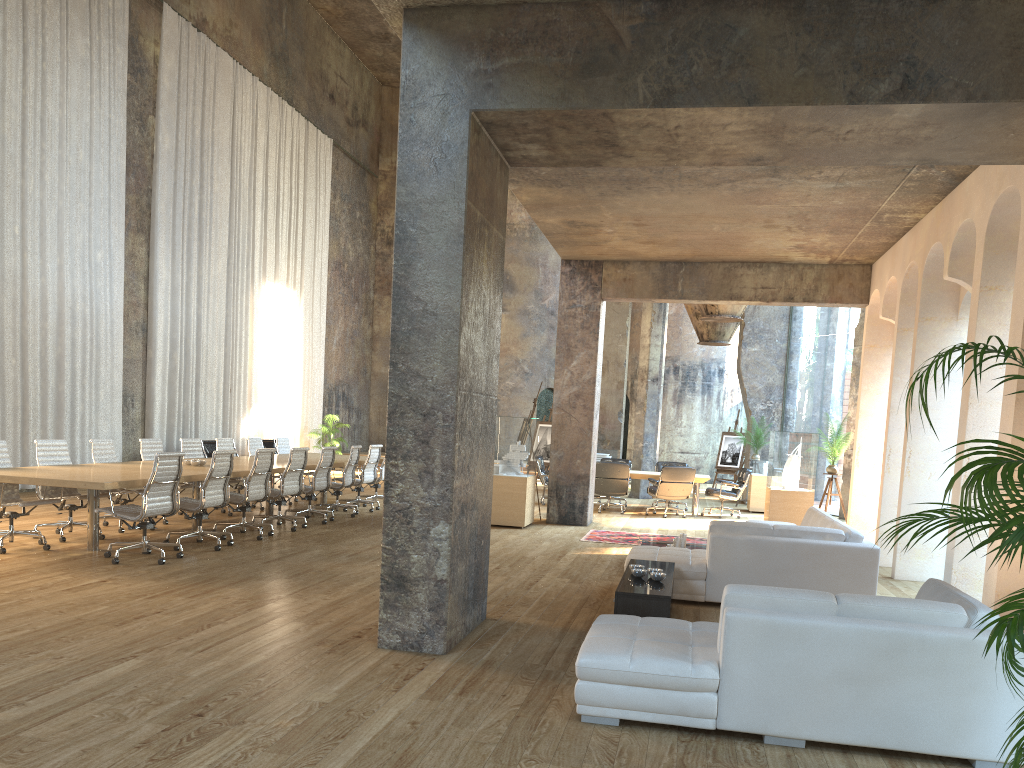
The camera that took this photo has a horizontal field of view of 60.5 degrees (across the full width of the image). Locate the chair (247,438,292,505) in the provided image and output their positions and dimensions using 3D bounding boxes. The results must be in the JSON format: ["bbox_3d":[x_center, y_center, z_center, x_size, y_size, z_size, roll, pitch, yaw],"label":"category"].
[{"bbox_3d":[-3.754,1.363,13.680,0.697,1.034,0.662,4,3,15],"label":"chair"}]

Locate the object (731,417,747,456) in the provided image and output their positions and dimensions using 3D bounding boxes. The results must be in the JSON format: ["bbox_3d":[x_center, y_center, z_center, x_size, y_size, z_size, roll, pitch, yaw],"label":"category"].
[{"bbox_3d":[5.474,1.239,20.483,0.684,0.948,0.858,5,2,32],"label":"object"}]

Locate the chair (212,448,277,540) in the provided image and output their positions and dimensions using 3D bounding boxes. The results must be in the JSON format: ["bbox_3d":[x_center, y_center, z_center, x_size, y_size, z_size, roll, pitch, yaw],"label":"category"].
[{"bbox_3d":[-3.073,1.231,9.989,0.697,1.034,0.662,4,3,17],"label":"chair"}]

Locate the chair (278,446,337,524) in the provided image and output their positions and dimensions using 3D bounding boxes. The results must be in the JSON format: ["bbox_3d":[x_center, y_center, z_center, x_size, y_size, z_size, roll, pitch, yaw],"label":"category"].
[{"bbox_3d":[-2.721,1.329,11.729,0.697,1.034,0.662,4,3,17],"label":"chair"}]

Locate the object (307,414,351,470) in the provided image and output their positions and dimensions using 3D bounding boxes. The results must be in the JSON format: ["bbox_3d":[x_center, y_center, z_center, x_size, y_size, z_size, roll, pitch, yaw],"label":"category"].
[{"bbox_3d":[-4.706,1.513,22.792,1.091,1.469,1.121,3,2,2],"label":"object"}]

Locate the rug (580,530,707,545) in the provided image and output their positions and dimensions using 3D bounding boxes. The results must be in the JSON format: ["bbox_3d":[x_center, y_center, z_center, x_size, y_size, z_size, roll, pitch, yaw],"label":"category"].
[{"bbox_3d":[2.198,2.096,11.671,2.458,0.009,1.341,3,-3,11],"label":"rug"}]

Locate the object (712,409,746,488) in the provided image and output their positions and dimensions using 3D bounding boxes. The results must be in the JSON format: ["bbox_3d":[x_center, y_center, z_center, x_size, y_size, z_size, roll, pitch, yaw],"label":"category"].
[{"bbox_3d":[5.439,1.682,21.666,0.696,2.166,0.683,7,6,40],"label":"object"}]

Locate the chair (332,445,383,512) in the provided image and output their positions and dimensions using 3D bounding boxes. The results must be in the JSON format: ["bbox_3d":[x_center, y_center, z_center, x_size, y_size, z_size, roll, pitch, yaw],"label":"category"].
[{"bbox_3d":[-2.369,1.427,13.479,0.697,1.034,0.662,4,3,20],"label":"chair"}]

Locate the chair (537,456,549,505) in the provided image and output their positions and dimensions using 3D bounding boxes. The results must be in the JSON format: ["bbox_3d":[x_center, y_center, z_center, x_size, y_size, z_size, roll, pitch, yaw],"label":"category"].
[{"bbox_3d":[0.811,1.789,16.226,0.820,0.900,0.726,3,2,8],"label":"chair"}]

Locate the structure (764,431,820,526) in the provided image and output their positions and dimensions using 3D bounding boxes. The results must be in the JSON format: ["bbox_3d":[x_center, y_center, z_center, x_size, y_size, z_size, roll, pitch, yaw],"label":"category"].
[{"bbox_3d":[4.018,1.471,12.700,0.593,1.561,0.738,4,4,11],"label":"structure"}]

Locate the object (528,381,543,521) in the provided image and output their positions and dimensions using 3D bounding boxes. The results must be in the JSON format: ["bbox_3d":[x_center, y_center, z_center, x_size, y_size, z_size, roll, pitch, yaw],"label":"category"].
[{"bbox_3d":[0.166,1.024,13.413,0.683,2.166,0.695,4,4,10],"label":"object"}]

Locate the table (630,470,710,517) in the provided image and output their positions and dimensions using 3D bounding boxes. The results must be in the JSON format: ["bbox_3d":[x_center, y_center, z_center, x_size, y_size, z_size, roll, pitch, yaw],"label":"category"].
[{"bbox_3d":[2.325,1.951,15.923,2.406,0.706,1.100,3,0,11],"label":"table"}]

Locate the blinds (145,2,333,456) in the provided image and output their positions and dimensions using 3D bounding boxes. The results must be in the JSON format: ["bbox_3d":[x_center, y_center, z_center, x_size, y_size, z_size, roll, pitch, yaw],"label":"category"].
[{"bbox_3d":[-5.752,-2.357,19.891,0.274,8.717,7.791,4,2,13],"label":"blinds"}]

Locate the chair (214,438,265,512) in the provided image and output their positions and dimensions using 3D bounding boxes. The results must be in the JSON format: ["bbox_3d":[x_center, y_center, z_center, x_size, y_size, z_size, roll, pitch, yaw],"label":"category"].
[{"bbox_3d":[-3.934,1.312,12.782,0.697,1.034,0.662,4,3,17],"label":"chair"}]

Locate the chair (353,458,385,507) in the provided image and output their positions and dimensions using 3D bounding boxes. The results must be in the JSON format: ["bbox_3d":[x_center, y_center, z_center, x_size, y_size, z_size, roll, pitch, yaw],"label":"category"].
[{"bbox_3d":[-2.232,1.473,14.330,0.697,1.034,0.662,4,3,17],"label":"chair"}]

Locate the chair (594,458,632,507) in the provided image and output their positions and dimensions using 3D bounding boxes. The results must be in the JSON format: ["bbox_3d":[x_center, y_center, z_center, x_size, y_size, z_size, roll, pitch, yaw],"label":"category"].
[{"bbox_3d":[1.890,1.871,16.776,0.727,0.900,0.818,4,2,18],"label":"chair"}]

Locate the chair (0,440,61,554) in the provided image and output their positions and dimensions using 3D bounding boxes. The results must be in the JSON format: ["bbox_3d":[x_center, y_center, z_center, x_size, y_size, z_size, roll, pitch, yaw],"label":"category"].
[{"bbox_3d":[-4.772,1.070,8.441,0.697,1.034,0.662,4,3,17],"label":"chair"}]

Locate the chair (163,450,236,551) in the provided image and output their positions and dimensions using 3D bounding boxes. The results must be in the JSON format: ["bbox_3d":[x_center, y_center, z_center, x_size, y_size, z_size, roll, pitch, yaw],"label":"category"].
[{"bbox_3d":[-3.253,1.180,9.092,0.697,1.034,0.662,4,3,15],"label":"chair"}]

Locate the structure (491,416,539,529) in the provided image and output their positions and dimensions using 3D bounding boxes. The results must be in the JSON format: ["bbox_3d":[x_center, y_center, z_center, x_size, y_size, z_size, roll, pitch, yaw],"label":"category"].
[{"bbox_3d":[-0.005,1.250,12.561,0.593,1.561,0.738,4,4,11],"label":"structure"}]

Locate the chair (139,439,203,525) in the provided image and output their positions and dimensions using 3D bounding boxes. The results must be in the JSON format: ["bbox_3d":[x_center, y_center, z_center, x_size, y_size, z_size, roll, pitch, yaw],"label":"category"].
[{"bbox_3d":[-4.286,1.214,11.043,0.697,1.034,0.662,4,3,17],"label":"chair"}]

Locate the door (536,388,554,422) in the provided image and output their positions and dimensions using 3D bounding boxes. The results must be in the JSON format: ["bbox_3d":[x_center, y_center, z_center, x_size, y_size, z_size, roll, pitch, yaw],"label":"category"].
[{"bbox_3d":[1.042,1.266,27.328,0.903,2.317,0.090,1,6,-30],"label":"door"}]

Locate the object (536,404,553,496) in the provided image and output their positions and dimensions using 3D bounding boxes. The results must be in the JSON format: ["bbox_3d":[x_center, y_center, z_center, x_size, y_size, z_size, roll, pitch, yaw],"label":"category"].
[{"bbox_3d":[0.720,1.284,18.467,0.696,2.166,0.683,7,6,43],"label":"object"}]

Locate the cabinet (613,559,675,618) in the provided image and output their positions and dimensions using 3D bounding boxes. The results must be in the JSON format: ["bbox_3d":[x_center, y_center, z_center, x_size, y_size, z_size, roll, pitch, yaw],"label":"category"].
[{"bbox_3d":[1.003,1.623,6.621,0.395,0.372,1.556,3,-2,12],"label":"cabinet"}]

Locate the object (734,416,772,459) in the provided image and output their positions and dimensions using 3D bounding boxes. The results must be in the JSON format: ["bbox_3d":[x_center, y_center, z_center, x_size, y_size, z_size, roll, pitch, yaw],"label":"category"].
[{"bbox_3d":[4.967,1.102,18.082,0.857,0.948,0.684,3,2,14],"label":"object"}]

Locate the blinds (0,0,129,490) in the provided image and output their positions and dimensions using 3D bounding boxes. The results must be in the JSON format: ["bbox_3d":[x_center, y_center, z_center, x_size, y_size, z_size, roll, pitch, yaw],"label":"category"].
[{"bbox_3d":[-7.465,-2.833,11.440,0.274,8.717,7.791,4,2,13],"label":"blinds"}]

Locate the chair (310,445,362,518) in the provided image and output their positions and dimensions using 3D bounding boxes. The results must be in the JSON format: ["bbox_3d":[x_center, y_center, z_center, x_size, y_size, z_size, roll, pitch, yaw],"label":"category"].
[{"bbox_3d":[-2.530,1.381,12.640,0.698,1.034,0.661,4,3,11],"label":"chair"}]

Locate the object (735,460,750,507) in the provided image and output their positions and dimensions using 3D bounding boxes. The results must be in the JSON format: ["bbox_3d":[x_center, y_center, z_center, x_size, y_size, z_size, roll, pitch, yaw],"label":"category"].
[{"bbox_3d":[5.053,2.059,18.059,0.658,0.981,0.566,1,4,-42],"label":"object"}]

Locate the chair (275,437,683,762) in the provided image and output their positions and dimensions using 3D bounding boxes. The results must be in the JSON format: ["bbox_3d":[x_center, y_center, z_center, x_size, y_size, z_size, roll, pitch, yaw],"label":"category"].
[{"bbox_3d":[-0.798,1.542,14.000,12.930,1.039,31.391,3,-3,12],"label":"chair"}]

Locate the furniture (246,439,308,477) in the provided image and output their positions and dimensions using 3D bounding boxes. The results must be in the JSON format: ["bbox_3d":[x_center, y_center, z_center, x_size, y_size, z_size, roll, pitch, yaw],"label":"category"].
[{"bbox_3d":[-5.071,1.639,19.302,0.707,0.847,1.865,3,-1,12],"label":"furniture"}]

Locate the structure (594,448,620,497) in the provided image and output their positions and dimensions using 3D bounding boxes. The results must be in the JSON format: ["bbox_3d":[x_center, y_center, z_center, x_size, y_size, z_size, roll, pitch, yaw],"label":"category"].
[{"bbox_3d":[1.908,1.911,18.985,0.742,1.023,0.731,4,3,11],"label":"structure"}]

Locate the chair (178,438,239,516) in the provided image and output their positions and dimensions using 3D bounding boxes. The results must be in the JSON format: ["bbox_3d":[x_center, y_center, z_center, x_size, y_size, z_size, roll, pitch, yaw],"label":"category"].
[{"bbox_3d":[-4.109,1.263,11.903,0.697,1.034,0.662,4,3,20],"label":"chair"}]

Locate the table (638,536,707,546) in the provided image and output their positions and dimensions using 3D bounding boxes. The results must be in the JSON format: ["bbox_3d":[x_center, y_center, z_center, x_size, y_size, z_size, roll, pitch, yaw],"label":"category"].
[{"bbox_3d":[1.845,1.878,9.829,0.858,0.248,0.368,3,0,11],"label":"table"}]

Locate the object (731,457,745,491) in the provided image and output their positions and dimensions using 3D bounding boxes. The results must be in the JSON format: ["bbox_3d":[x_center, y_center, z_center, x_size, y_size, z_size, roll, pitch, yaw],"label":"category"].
[{"bbox_3d":[5.474,2.194,20.532,0.658,0.981,0.566,3,3,5],"label":"object"}]

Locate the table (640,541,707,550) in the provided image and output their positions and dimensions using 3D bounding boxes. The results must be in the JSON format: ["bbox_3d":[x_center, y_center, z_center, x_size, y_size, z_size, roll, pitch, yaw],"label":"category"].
[{"bbox_3d":[1.771,1.879,9.470,0.789,0.204,1.106,3,-2,11],"label":"table"}]

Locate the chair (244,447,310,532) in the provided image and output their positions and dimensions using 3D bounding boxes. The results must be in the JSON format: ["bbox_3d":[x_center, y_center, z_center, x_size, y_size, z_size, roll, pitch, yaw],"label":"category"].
[{"bbox_3d":[-2.898,1.280,10.869,0.697,1.034,0.662,4,3,20],"label":"chair"}]

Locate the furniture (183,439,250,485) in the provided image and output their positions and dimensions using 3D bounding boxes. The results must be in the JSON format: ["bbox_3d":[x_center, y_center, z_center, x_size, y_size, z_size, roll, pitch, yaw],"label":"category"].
[{"bbox_3d":[-5.544,1.507,16.967,0.707,0.847,1.865,3,-1,12],"label":"furniture"}]

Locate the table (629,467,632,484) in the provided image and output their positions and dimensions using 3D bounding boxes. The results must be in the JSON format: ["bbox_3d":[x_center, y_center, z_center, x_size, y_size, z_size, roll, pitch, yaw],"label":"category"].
[{"bbox_3d":[3.380,2.362,22.044,1.867,0.551,0.937,3,-1,11],"label":"table"}]

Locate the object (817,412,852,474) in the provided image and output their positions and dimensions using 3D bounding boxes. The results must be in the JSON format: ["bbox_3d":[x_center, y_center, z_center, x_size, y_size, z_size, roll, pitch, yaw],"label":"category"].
[{"bbox_3d":[4.772,0.860,12.988,0.687,0.947,0.854,3,2,2],"label":"object"}]

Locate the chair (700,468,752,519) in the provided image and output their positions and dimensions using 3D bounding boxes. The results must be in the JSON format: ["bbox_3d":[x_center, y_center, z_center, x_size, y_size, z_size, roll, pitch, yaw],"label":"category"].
[{"bbox_3d":[3.788,1.920,15.624,0.820,0.900,0.725,3,2,6],"label":"chair"}]

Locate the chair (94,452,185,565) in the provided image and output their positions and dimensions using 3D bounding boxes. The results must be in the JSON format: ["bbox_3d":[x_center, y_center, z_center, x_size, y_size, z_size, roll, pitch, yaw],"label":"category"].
[{"bbox_3d":[-3.443,1.128,8.165,0.697,1.034,0.662,4,3,17],"label":"chair"}]

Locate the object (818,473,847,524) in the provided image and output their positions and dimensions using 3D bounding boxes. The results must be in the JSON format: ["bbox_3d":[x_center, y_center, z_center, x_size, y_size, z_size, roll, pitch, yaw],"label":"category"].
[{"bbox_3d":[4.660,1.811,13.078,0.659,0.981,0.565,2,3,-24],"label":"object"}]

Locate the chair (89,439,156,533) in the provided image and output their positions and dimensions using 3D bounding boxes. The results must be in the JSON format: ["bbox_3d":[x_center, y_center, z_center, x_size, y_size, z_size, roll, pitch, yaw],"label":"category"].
[{"bbox_3d":[-4.460,1.163,10.128,0.698,1.034,0.661,4,3,11],"label":"chair"}]

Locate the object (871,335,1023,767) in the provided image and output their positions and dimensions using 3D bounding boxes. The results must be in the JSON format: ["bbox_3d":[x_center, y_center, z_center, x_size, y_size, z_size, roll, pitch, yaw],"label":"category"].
[{"bbox_3d":[2.024,0.783,3.049,1.398,1.828,1.350,4,2,17],"label":"object"}]

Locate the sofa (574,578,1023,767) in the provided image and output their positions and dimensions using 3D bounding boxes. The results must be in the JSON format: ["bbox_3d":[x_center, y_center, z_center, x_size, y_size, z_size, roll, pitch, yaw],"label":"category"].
[{"bbox_3d":[1.416,1.376,4.601,2.064,0.727,1.067,3,0,11],"label":"sofa"}]

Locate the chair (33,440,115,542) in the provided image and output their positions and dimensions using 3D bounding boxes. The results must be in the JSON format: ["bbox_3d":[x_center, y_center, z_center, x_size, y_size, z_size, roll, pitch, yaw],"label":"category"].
[{"bbox_3d":[-4.630,1.116,9.291,0.697,1.034,0.662,4,3,20],"label":"chair"}]

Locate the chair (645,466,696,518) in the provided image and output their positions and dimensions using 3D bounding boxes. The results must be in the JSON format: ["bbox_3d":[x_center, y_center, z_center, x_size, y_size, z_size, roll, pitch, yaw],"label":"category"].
[{"bbox_3d":[2.692,1.840,15.142,0.730,0.900,0.815,3,2,-15],"label":"chair"}]

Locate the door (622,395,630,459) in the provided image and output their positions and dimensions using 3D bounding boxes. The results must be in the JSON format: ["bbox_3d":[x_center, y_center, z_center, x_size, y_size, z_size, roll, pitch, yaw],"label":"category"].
[{"bbox_3d":[3.345,1.537,26.877,0.111,2.655,0.894,-1,6,-36],"label":"door"}]

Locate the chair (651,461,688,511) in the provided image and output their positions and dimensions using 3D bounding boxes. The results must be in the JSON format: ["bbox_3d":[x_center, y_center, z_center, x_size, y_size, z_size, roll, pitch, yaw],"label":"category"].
[{"bbox_3d":[2.983,1.920,16.559,0.728,0.900,0.817,3,2,12],"label":"chair"}]

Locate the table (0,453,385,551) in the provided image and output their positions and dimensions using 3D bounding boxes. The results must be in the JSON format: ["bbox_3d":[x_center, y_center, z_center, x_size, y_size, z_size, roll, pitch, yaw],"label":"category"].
[{"bbox_3d":[-3.533,1.405,11.472,1.598,0.764,7.687,3,-3,12],"label":"table"}]

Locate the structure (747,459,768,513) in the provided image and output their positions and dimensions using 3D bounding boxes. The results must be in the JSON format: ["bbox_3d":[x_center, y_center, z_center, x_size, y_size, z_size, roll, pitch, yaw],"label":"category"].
[{"bbox_3d":[4.992,1.987,17.043,0.734,1.023,0.739,4,2,11],"label":"structure"}]

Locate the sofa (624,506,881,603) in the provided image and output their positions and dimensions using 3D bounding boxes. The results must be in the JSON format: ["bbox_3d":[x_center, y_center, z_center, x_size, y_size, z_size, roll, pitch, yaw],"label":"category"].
[{"bbox_3d":[2.248,1.606,8.710,2.061,0.727,2.918,3,-2,11],"label":"sofa"}]

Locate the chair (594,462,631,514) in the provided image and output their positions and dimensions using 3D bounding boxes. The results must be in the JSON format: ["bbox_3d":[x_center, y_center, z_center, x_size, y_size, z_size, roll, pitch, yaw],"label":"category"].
[{"bbox_3d":[1.696,1.794,15.307,0.729,0.900,0.816,3,2,5],"label":"chair"}]
